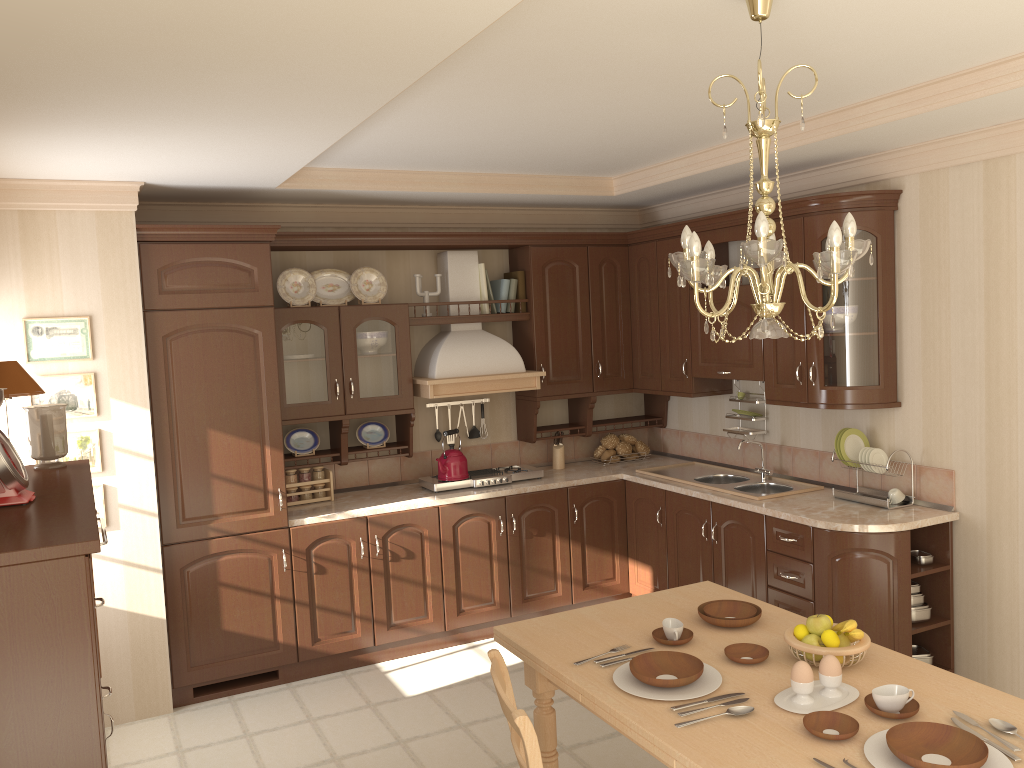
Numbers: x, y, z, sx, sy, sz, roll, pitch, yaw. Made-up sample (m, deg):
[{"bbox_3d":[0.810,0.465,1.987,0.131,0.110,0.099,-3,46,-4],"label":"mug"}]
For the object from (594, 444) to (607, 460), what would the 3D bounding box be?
[{"bbox_3d":[0.582,0.448,5.815,0.092,0.109,0.123,0,5,31],"label":"object"}]

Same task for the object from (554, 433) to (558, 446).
[{"bbox_3d":[0.278,0.412,5.684,0.053,0.198,0.027,-6,6,-42],"label":"object"}]

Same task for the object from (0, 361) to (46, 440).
[{"bbox_3d":[-1.655,0.120,2.910,0.237,0.388,0.235,-4,4,-14],"label":"object"}]

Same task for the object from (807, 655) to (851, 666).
[{"bbox_3d":[0.905,0.787,2.548,0.128,0.011,0.128,-2,4,15],"label":"object"}]

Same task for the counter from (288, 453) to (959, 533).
[{"bbox_3d":[0.311,0.639,4.504,2.603,0.034,2.422,-5,5,-26],"label":"counter"}]

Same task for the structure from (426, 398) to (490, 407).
[{"bbox_3d":[-0.332,0.116,5.483,0.422,0.020,0.008,-5,5,-26],"label":"structure"}]

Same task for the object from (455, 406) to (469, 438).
[{"bbox_3d":[-0.313,0.235,5.490,0.089,0.195,0.005,-5,5,-26],"label":"object"}]

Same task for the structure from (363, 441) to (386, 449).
[{"bbox_3d":[-0.800,0.305,5.133,0.110,0.126,0.080,-5,5,-26],"label":"structure"}]

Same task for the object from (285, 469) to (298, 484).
[{"bbox_3d":[-1.219,0.509,4.889,0.068,0.088,0.068,-3,4,-10],"label":"object"}]

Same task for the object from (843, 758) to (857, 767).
[{"bbox_3d":[0.781,0.842,1.882,0.022,0.008,0.218,-5,4,-24],"label":"object"}]

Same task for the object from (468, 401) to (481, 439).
[{"bbox_3d":[-0.242,0.226,5.539,0.088,0.236,0.028,-5,5,-26],"label":"object"}]

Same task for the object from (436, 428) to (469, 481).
[{"bbox_3d":[-0.346,0.406,5.112,0.181,0.282,0.227,-3,4,-3],"label":"object"}]

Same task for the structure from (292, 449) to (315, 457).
[{"bbox_3d":[-1.168,0.335,4.954,0.110,0.126,0.080,-5,5,-26],"label":"structure"}]

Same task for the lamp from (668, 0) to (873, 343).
[{"bbox_3d":[0.653,-0.603,2.301,0.502,0.982,0.501,0,5,33],"label":"lamp"}]

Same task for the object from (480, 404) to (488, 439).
[{"bbox_3d":[-0.181,0.233,5.555,0.049,0.219,0.049,1,5,41],"label":"object"}]

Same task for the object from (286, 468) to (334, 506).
[{"bbox_3d":[-1.151,0.575,4.934,0.276,0.170,0.140,-5,5,-31],"label":"object"}]

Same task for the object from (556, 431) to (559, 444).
[{"bbox_3d":[0.290,0.399,5.711,0.027,0.191,0.052,-1,4,19],"label":"object"}]

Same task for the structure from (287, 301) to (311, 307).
[{"bbox_3d":[-1.169,-0.482,4.849,0.110,0.126,0.080,-5,5,-26],"label":"structure"}]

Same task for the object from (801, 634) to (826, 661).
[{"bbox_3d":[0.856,0.748,2.517,0.072,0.076,0.074,1,5,39],"label":"object"}]

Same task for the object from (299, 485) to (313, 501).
[{"bbox_3d":[-1.147,0.603,4.936,0.068,0.088,0.068,-3,4,-10],"label":"object"}]

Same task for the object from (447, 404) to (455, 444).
[{"bbox_3d":[-0.382,0.247,5.458,0.051,0.245,0.003,-5,5,-26],"label":"object"}]

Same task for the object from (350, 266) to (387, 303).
[{"bbox_3d":[-0.812,-0.563,5.026,0.220,0.210,0.068,-5,5,-28],"label":"object"}]

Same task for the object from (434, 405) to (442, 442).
[{"bbox_3d":[-0.456,0.241,5.418,0.048,0.231,0.015,-5,5,-25],"label":"object"}]

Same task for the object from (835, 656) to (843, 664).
[{"bbox_3d":[0.903,0.764,2.481,0.055,0.046,0.046,-2,4,7],"label":"object"}]

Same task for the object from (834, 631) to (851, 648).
[{"bbox_3d":[0.928,0.744,2.534,0.076,0.065,0.077,1,5,40],"label":"object"}]

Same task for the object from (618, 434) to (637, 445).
[{"bbox_3d":[0.760,0.366,5.868,0.112,0.078,0.125,-5,5,-32],"label":"object"}]

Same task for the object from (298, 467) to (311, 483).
[{"bbox_3d":[-1.152,0.503,4.929,0.068,0.088,0.068,-3,4,-10],"label":"object"}]

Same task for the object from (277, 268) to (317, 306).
[{"bbox_3d":[-1.175,-0.533,4.847,0.220,0.210,0.068,-5,5,-28],"label":"object"}]

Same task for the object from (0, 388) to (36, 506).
[{"bbox_3d":[-1.481,0.177,2.453,0.263,0.317,0.218,-4,4,-22],"label":"object"}]

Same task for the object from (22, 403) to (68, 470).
[{"bbox_3d":[-1.651,0.186,3.153,0.144,0.220,0.144,-7,6,-43],"label":"object"}]

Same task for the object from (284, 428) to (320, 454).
[{"bbox_3d":[-1.173,0.318,4.956,0.202,0.143,0.071,-5,5,-28],"label":"object"}]

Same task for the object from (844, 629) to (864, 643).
[{"bbox_3d":[0.960,0.721,2.513,0.064,0.094,0.176,-2,4,11],"label":"object"}]

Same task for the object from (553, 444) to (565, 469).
[{"bbox_3d":[0.301,0.462,5.692,0.078,0.148,0.151,-2,4,11],"label":"object"}]

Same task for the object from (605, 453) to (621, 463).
[{"bbox_3d":[0.653,0.483,5.798,0.119,0.058,0.114,0,5,29],"label":"object"}]

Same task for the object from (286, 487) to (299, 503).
[{"bbox_3d":[-1.215,0.609,4.896,0.068,0.088,0.068,-3,4,-10],"label":"object"}]

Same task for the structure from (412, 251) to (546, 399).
[{"bbox_3d":[-0.251,-0.372,5.270,0.753,0.845,0.455,-5,5,-26],"label":"structure"}]

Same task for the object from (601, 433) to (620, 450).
[{"bbox_3d":[0.642,0.375,5.791,0.118,0.105,0.100,-5,5,-31],"label":"object"}]

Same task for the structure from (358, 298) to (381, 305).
[{"bbox_3d":[-0.811,-0.512,5.025,0.110,0.126,0.080,-5,5,-26],"label":"structure"}]

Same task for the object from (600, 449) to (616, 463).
[{"bbox_3d":[0.625,0.468,5.759,0.104,0.092,0.114,-1,4,21],"label":"object"}]

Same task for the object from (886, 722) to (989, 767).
[{"bbox_3d":[0.935,0.810,1.954,0.204,0.042,0.204,0,5,34],"label":"object"}]

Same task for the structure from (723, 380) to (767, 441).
[{"bbox_3d":[1.346,0.143,5.146,0.131,0.361,0.256,-5,5,-26],"label":"structure"}]

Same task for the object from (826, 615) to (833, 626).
[{"bbox_3d":[0.910,0.697,2.593,0.054,0.046,0.047,-2,4,15],"label":"object"}]

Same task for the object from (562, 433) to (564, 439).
[{"bbox_3d":[0.318,0.392,5.725,0.022,0.159,0.050,0,5,33],"label":"object"}]

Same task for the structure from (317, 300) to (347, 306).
[{"bbox_3d":[-1.015,-0.499,4.986,0.154,0.126,0.080,-5,5,-26],"label":"structure"}]

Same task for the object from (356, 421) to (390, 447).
[{"bbox_3d":[-0.804,0.288,5.135,0.202,0.143,0.071,-5,5,-28],"label":"object"}]

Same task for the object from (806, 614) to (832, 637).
[{"bbox_3d":[0.881,0.694,2.547,0.068,0.061,0.069,-3,4,-10],"label":"object"}]

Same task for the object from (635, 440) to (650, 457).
[{"bbox_3d":[0.858,0.425,5.848,0.097,0.106,0.117,-1,4,19],"label":"object"}]

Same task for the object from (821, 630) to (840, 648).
[{"bbox_3d":[0.894,0.716,2.488,0.045,0.053,0.051,-6,5,-38],"label":"object"}]

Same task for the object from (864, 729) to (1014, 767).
[{"bbox_3d":[0.936,0.828,1.955,0.299,0.009,0.299,1,6,42],"label":"object"}]

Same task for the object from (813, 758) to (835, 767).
[{"bbox_3d":[0.729,0.843,1.898,0.018,0.008,0.212,-5,5,-32],"label":"object"}]

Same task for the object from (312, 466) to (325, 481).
[{"bbox_3d":[-1.085,0.497,4.968,0.068,0.088,0.068,-3,4,-10],"label":"object"}]

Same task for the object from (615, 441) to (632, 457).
[{"bbox_3d":[0.728,0.423,5.784,0.110,0.102,0.115,-3,4,3],"label":"object"}]

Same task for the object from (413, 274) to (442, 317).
[{"bbox_3d":[-0.515,-0.518,5.208,0.174,0.248,0.163,-1,5,26],"label":"object"}]

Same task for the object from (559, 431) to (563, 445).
[{"bbox_3d":[0.314,0.405,5.688,0.053,0.198,0.027,-6,6,-42],"label":"object"}]

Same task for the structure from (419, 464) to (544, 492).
[{"bbox_3d":[-0.167,0.552,5.259,0.710,0.054,0.325,-5,5,-26],"label":"structure"}]

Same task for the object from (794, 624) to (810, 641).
[{"bbox_3d":[0.840,0.722,2.570,0.045,0.047,0.055,-2,4,6],"label":"object"}]

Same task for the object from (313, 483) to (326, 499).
[{"bbox_3d":[-1.080,0.597,4.975,0.068,0.088,0.068,-3,4,-10],"label":"object"}]

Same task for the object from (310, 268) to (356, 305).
[{"bbox_3d":[-1.018,-0.548,4.987,0.342,0.209,0.073,-5,5,-25],"label":"object"}]
